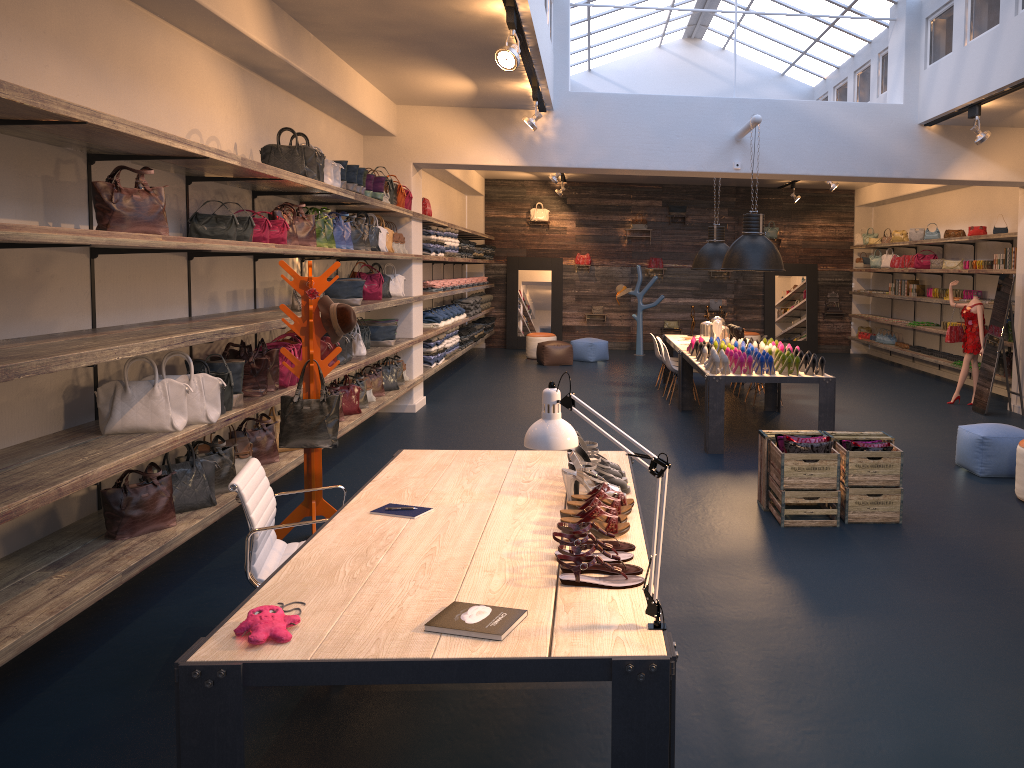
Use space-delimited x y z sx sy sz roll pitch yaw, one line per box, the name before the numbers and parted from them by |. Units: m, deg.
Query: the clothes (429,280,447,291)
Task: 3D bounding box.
clothes | -1.089 -1.397 12.332 0.325 0.154 0.348 1 7 -4

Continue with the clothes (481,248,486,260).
clothes | -0.704 -2.454 16.240 0.421 0.250 0.345 1 6 -2

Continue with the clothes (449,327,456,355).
clothes | -0.982 -0.623 12.687 0.261 0.453 0.346 2 5 14

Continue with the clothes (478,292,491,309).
clothes | -0.613 -1.645 17.093 0.332 0.340 0.401 2 6 8

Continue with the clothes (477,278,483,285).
clothes | -0.744 -1.934 16.390 0.335 0.158 0.336 4 7 21

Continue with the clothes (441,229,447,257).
clothes | -1.053 -1.947 11.892 0.250 0.409 0.326 1 5 8

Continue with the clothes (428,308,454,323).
clothes | -1.081 -0.995 12.672 0.427 0.239 0.429 1 7 0

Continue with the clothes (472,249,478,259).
clothes | -0.815 -2.293 15.034 0.406 0.250 0.357 2 7 10

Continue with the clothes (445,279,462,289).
clothes | -0.957 -1.592 13.790 0.325 0.154 0.348 1 7 -4

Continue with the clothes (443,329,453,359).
clothes | -1.012 -0.579 12.360 0.261 0.453 0.346 2 5 14

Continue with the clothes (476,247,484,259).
clothes | -0.741 -2.402 15.845 0.406 0.250 0.357 2 7 10

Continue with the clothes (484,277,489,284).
clothes | -0.626 -2.081 17.444 0.325 0.154 0.348 1 7 -4

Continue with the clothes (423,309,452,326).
clothes | -1.118 -0.942 12.271 0.408 0.239 0.448 3 7 16

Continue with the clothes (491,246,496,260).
clothes | -0.518 -2.658 17.604 0.347 0.297 0.313 2 6 7

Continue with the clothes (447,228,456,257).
clothes | -0.982 -2.057 12.592 0.261 0.453 0.346 2 5 14

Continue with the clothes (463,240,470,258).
clothes | -0.854 -2.161 13.888 0.378 0.297 0.312 0 6 -11

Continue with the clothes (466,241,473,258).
clothes | -0.825 -2.204 14.214 0.354 0.297 0.306 1 6 0

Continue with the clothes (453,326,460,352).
clothes | -0.950 -0.671 13.047 0.261 0.453 0.346 2 5 14

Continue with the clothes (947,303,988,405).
clothes | 6.123 -0.401 11.586 0.480 1.379 0.335 0 4 -14

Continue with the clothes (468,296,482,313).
clothes | -0.728 -1.418 15.533 0.403 0.316 0.348 0 6 -13

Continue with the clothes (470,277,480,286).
clothes | -0.760 -1.883 15.965 0.325 0.154 0.348 1 7 -4

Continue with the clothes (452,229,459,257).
clothes | -0.949 -2.105 12.952 0.261 0.453 0.346 2 5 14

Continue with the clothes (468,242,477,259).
clothes | -0.796 -2.248 14.542 0.347 0.297 0.313 2 6 7

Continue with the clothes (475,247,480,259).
clothes | -0.778 -2.346 15.429 0.421 0.250 0.345 1 6 -2

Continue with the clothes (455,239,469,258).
clothes | -0.873 -2.117 13.563 0.369 0.297 0.329 1 6 3

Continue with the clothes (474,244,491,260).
clothes | -0.595 -2.526 16.626 0.369 0.297 0.329 1 6 3

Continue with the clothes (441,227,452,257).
clothes | -1.012 -2.013 12.265 0.261 0.453 0.346 2 5 14

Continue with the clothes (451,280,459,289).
clothes | -1.011 -1.541 13.456 0.335 0.158 0.336 4 7 21

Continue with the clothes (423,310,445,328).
clothes | -1.157 -0.882 11.829 0.427 0.239 0.429 1 7 0

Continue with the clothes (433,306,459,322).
clothes | -1.044 -1.050 13.082 0.427 0.239 0.429 1 7 0

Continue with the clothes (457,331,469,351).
clothes | -0.874 -0.683 13.658 0.369 0.297 0.329 1 6 3

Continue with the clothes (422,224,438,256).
clothes | -1.115 -1.856 11.216 0.250 0.409 0.326 1 5 8

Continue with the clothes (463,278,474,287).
clothes | -0.825 -1.787 15.246 0.325 0.154 0.348 1 7 -4

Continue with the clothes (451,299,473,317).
clothes | -0.823 -1.254 14.369 0.386 0.301 0.342 0 6 -11

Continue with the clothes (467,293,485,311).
clothes | -0.693 -1.527 16.212 0.332 0.340 0.401 2 6 8

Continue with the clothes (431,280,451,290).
clothes | -1.078 -1.443 12.717 0.335 0.158 0.336 4 7 21

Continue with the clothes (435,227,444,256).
clothes | -1.057 -1.902 11.565 0.250 0.409 0.326 1 5 8

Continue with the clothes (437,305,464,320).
clothes | -1.004 -1.109 13.524 0.408 0.239 0.448 3 7 16

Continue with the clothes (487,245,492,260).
clothes | -0.577 -2.570 16.951 0.378 0.297 0.312 0 6 -11

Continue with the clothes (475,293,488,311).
clothes | -0.653 -1.586 16.652 0.332 0.340 0.401 2 6 8

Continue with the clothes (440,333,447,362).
clothes | -1.054 -0.513 11.987 0.250 0.409 0.326 1 5 8

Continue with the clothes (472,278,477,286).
clothes | -0.813 -1.832 15.631 0.335 0.158 0.336 4 7 21

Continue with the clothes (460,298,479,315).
clothes | -0.752 -1.360 15.157 0.386 0.301 0.342 0 6 -11

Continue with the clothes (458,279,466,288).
clothes | -0.945 -1.638 14.175 0.335 0.158 0.336 4 7 21

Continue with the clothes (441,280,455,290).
clothes | -1.024 -1.493 13.052 0.325 0.154 0.348 1 7 -4

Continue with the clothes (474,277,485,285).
clothes | -0.691 -1.985 16.725 0.325 0.154 0.348 1 7 -4

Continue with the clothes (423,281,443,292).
clothes | -1.143 -1.346 11.998 0.335 0.158 0.336 4 7 21

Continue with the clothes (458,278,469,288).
clothes | -0.892 -1.688 14.510 0.325 0.154 0.348 1 7 -4

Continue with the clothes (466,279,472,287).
clothes | -0.879 -1.736 14.912 0.335 0.158 0.336 4 7 21

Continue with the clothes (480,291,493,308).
clothes | -0.573 -1.704 17.533 0.332 0.340 0.401 2 6 8

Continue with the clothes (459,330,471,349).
clothes | -0.855 -0.726 13.983 0.378 0.297 0.312 0 6 -11

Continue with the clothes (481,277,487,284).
clothes | -0.679 -2.030 17.110 0.335 0.158 0.336 4 7 21

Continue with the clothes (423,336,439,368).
clothes | -1.115 -0.422 11.310 0.250 0.409 0.326 1 5 8

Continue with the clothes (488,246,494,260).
clothes | -0.547 -2.614 17.277 0.354 0.297 0.306 1 6 0

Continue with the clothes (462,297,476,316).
clothes | -0.799 -1.312 14.746 0.403 0.316 0.348 0 6 -13

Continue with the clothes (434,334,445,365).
clothes | -1.057 -0.468 11.660 0.250 0.409 0.326 1 5 8
